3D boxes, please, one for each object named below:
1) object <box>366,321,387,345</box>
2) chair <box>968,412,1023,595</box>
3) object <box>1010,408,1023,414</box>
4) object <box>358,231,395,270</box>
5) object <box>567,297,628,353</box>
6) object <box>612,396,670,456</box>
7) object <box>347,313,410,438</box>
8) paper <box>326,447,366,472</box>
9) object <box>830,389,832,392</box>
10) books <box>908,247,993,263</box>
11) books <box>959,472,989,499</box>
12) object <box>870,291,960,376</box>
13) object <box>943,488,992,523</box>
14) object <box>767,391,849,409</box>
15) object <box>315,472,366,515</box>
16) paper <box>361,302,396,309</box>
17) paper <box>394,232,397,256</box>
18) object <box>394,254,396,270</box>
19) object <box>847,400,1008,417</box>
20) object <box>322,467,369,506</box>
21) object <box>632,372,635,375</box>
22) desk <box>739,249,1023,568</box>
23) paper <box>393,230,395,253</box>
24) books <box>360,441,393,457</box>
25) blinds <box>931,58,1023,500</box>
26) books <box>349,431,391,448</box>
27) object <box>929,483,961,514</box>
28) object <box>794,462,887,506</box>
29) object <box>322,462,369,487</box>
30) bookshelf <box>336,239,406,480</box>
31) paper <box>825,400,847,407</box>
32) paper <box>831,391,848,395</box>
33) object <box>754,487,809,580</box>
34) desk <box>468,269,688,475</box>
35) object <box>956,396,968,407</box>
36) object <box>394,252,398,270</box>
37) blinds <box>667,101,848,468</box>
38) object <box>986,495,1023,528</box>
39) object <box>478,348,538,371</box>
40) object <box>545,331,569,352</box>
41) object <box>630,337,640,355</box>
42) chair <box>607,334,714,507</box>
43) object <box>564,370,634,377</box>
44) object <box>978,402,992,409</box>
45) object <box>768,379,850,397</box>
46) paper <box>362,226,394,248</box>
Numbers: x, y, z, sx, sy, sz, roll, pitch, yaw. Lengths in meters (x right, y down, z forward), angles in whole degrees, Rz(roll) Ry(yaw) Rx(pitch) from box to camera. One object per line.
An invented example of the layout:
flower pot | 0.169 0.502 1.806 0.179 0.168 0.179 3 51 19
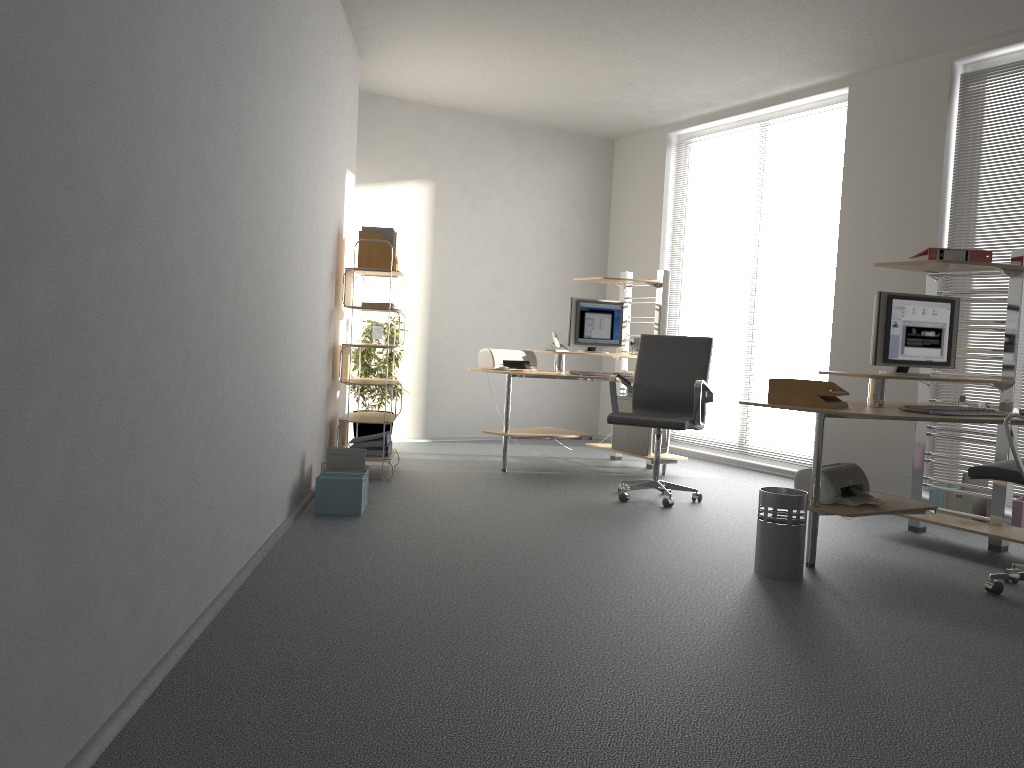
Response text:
object | -0.921 -0.349 6.078 0.077 0.161 0.192 4 3 15
chair | 2.329 0.386 3.698 0.584 1.048 0.652 0 4 -45
object | 2.543 0.135 4.398 0.132 0.026 0.132 1 4 -31
object | -0.912 -0.891 5.990 0.243 0.259 0.113 3 3 -6
object | 0.659 -0.457 7.010 0.516 0.418 0.245 2 3 -16
object | 1.006 0.320 6.879 0.199 0.422 0.471 1 4 -31
object | -1.093 -0.022 7.249 0.544 1.147 0.644 3 3 -2
paper | -0.933 0.512 4.978 0.220 0.306 0.068 3 3 -4
object | 1.490 0.031 4.144 0.008 0.009 0.159 4 3 23
books | 2.281 -0.658 4.634 0.320 0.072 0.262 3 3 1
books | 2.791 0.681 5.373 0.220 0.306 0.068 1 4 -31
object | 2.079 -0.256 4.638 0.516 0.418 0.245 2 3 -9
object | 2.780 0.750 5.389 0.245 0.202 0.185 1 4 -31
object | 1.407 0.071 4.211 0.309 0.060 0.225 5 4 38
object | -0.922 0.594 4.783 0.245 0.202 0.185 3 3 -4
paper | -0.927 -0.540 6.171 0.213 0.046 0.297 3 3 -4
paper | -0.925 -0.926 6.257 0.213 0.297 0.045 3 3 0
object | -0.922 -0.898 6.113 0.243 0.259 0.113 3 3 -3
object | 1.948 0.131 4.390 0.478 0.082 0.814 2 3 -23
object | -0.936 0.583 4.967 0.245 0.202 0.185 3 3 -4
object | 0.837 -0.069 6.988 0.168 0.088 0.742 1 4 -29
desk | 1.966 0.078 4.259 1.469 1.566 0.967 1 4 -31
paper | -0.924 -0.919 6.133 0.213 0.297 0.045 3 3 -3
books | -0.970 0.439 6.115 0.262 0.072 0.320 3 3 -3
blinds | 3.371 -0.588 5.045 0.022 2.770 1.950 1 4 -31
books | -0.977 0.384 6.112 0.263 0.100 0.320 3 3 -3
object | 2.686 0.737 5.548 0.245 0.202 0.185 1 4 -31
object | 1.609 0.480 4.247 0.351 0.162 0.438 6 4 43
object | -0.980 0.569 5.190 0.245 0.202 0.185 2 3 -22
bookshelf | -0.953 -0.170 6.095 0.381 1.572 0.724 3 3 -4
paper | 1.407 0.084 4.211 0.297 0.019 0.210 5 4 38
paper | 1.410 0.032 4.208 0.297 0.010 0.210 5 4 38
object | 1.190 0.660 3.923 0.208 0.377 0.208 4 3 13
desk | 0.537 -0.125 6.651 1.469 1.566 0.967 1 4 -31
object | 2.327 0.096 4.582 0.054 0.064 0.159 4 3 26
object | -0.924 -0.905 6.238 0.243 0.259 0.113 3 3 0
blinds | 1.937 -0.791 7.443 0.037 2.749 1.950 1 4 -31
object | 2.919 0.767 5.210 0.185 0.202 0.245 6 4 41
object | 0.022 -0.181 6.620 0.438 0.162 0.351 0 4 -39
object | 0.347 -0.328 6.807 0.150 0.151 0.119 0 4 -45
object | 1.007 -0.296 6.975 0.154 0.135 0.093 3 3 6
chair | 0.939 0.210 5.630 0.584 1.048 0.652 4 3 25
object | 0.559 -0.070 6.788 0.478 0.082 0.814 2 3 -23
object | 2.428 0.113 4.556 0.022 0.042 0.134 4 3 11
object | 1.410 0.015 4.207 0.309 0.060 0.225 5 4 38
paper | -0.915 -0.912 6.009 0.213 0.297 0.045 3 3 -6
